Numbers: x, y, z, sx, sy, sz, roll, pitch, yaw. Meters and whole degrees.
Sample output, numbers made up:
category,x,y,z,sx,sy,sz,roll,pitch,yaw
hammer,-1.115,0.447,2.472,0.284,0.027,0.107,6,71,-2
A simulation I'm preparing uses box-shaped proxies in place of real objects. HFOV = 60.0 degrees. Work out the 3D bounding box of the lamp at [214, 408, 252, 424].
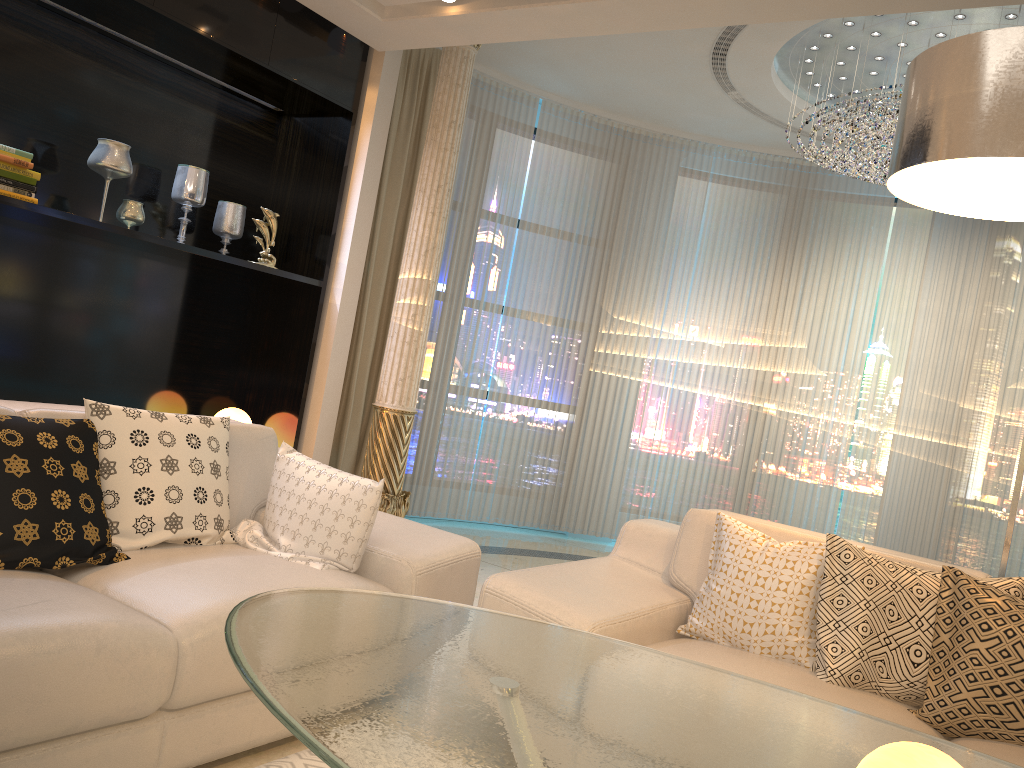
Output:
category,x,y,z,sx,sy,sz,roll,pitch,yaw
lamp,-1.493,0.232,4.721,0.212,0.214,0.213,10,0,-7

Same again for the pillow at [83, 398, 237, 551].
category,x,y,z,sx,sy,sz,roll,pitch,yaw
pillow,-1.003,0.276,2.628,0.255,0.399,0.526,10,0,33

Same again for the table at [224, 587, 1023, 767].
category,x,y,z,sx,sy,sz,roll,pitch,yaw
table,0.389,0.831,1.121,2.140,0.565,0.999,10,0,32

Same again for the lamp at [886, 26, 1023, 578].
category,x,y,z,sx,sy,sz,roll,pitch,yaw
lamp,1.230,0.005,2.175,0.393,2.519,2.009,10,0,33

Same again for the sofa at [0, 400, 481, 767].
category,x,y,z,sx,sy,sz,roll,pitch,yaw
sofa,-1.181,0.469,2.247,1.145,0.754,2.328,10,0,33

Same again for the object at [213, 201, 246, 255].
category,x,y,z,sx,sy,sz,roll,pitch,yaw
object,-1.480,-0.778,4.609,0.147,0.317,0.147,10,0,35

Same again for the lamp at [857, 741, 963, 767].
category,x,y,z,sx,sy,sz,roll,pitch,yaw
lamp,0.459,0.484,1.009,0.143,0.143,0.143,10,0,17

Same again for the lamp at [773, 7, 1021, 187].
category,x,y,z,sx,sy,sz,roll,pitch,yaw
lamp,2.432,-1.355,4.773,2.109,0.685,2.109,10,0,-12

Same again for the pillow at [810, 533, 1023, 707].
category,x,y,z,sx,sy,sz,roll,pitch,yaw
pillow,1.101,0.672,2.415,0.587,0.429,0.288,10,0,8

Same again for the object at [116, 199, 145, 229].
category,x,y,z,sx,sy,sz,roll,pitch,yaw
object,-1.736,-0.754,4.033,0.119,0.154,0.119,10,0,43

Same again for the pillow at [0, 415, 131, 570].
category,x,y,z,sx,sy,sz,roll,pitch,yaw
pillow,-1.216,0.254,2.220,0.323,0.355,0.524,10,0,34

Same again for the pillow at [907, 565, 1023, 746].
category,x,y,z,sx,sy,sz,roll,pitch,yaw
pillow,1.326,0.707,2.180,0.575,0.436,0.301,10,0,39

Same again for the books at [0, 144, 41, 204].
category,x,y,z,sx,sy,sz,roll,pitch,yaw
books,-2.037,-0.832,3.474,0.260,0.197,0.296,10,0,36

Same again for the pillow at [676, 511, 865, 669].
category,x,y,z,sx,sy,sz,roll,pitch,yaw
pillow,0.757,0.611,2.608,0.463,0.380,0.222,10,0,37

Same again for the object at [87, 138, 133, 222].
category,x,y,z,sx,sy,sz,roll,pitch,yaw
object,-1.795,-0.880,3.930,0.181,0.381,0.181,10,0,27

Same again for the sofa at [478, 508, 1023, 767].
category,x,y,z,sx,sy,sz,roll,pitch,yaw
sofa,1.131,0.885,2.271,2.328,0.754,1.145,10,0,33

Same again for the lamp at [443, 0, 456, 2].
category,x,y,z,sx,sy,sz,roll,pitch,yaw
lamp,-0.277,-1.756,3.916,0.107,0.127,0.107,10,0,14

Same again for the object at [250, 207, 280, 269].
category,x,y,z,sx,sy,sz,roll,pitch,yaw
object,-1.253,-0.739,4.511,0.116,0.293,0.182,10,0,30

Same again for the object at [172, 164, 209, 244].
category,x,y,z,sx,sy,sz,roll,pitch,yaw
object,-1.614,-0.858,4.396,0.156,0.426,0.156,10,0,38

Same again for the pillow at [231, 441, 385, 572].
category,x,y,z,sx,sy,sz,roll,pitch,yaw
pillow,-0.643,0.370,2.732,0.521,0.325,0.281,10,0,43

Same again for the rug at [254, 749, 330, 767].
category,x,y,z,sx,sy,sz,roll,pitch,yaw
rug,0.352,1.124,1.100,2.900,0.020,1.661,10,0,33
